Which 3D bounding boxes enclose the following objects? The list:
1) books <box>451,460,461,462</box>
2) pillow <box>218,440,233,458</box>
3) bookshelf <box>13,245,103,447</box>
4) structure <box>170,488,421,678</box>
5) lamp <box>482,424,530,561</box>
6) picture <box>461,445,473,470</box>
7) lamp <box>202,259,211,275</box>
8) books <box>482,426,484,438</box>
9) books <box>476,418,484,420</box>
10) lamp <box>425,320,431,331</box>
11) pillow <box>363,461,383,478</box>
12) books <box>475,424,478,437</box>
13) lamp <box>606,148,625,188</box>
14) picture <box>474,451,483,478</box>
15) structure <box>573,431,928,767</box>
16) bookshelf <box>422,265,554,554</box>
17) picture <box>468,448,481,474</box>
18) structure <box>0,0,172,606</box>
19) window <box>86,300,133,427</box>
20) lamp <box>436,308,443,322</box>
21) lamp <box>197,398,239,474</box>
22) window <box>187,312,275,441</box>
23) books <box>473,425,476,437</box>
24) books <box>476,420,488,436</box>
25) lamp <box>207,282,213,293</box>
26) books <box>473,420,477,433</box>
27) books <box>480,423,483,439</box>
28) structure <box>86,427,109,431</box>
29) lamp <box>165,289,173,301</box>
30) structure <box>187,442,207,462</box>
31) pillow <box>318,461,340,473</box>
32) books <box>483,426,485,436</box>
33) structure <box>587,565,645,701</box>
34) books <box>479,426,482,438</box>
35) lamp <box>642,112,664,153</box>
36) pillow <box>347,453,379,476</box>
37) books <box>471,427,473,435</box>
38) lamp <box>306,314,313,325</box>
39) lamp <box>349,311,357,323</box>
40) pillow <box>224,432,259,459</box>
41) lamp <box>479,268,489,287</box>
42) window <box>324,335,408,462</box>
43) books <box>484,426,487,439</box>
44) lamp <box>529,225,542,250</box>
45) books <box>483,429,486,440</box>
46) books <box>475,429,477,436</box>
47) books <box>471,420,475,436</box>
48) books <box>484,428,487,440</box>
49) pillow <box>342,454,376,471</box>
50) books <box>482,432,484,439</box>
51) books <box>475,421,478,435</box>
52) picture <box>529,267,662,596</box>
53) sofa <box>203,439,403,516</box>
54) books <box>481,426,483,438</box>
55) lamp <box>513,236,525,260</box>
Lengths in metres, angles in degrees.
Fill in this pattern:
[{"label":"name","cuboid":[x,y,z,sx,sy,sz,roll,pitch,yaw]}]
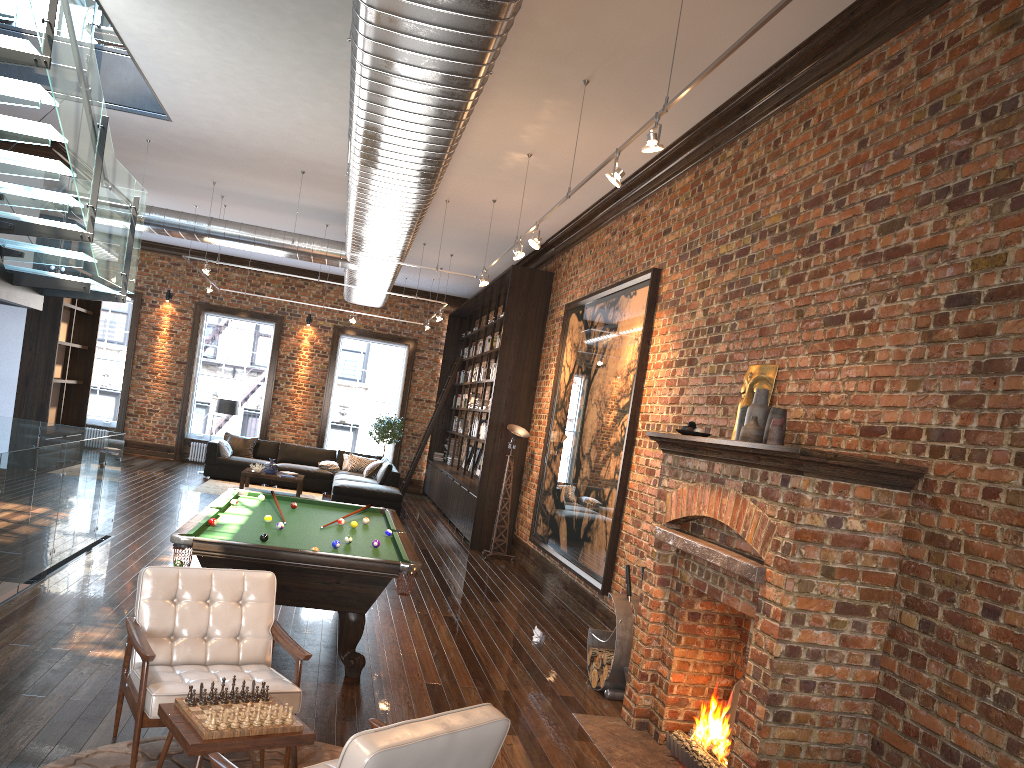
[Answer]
[{"label":"books","cuboid":[-1.199,1.600,18.559,0.227,0.007,0.367,9,-3,-12]},{"label":"pillow","cuboid":[-5.354,1.216,16.597,0.244,0.306,0.572,9,-2,-10]},{"label":"bookshelf","cuboid":[-6.109,-0.331,11.997,0.401,3.524,1.775,8,1,-11]},{"label":"structure","cuboid":[-1.653,1.467,6.929,1.556,0.852,2.949,9,-2,-11]},{"label":"lamp","cuboid":[-0.041,1.453,11.853,0.425,1.831,0.504,9,2,-6]},{"label":"picture","cuboid":[-0.888,1.449,17.530,0.112,0.499,0.506,8,0,-11]},{"label":"lamp","cuboid":[-4.573,-1.750,13.273,0.113,0.230,0.113,9,1,10]},{"label":"books","cuboid":[-0.425,0.847,15.288,0.168,0.235,0.032,9,2,-11]},{"label":"books","cuboid":[-0.617,0.812,16.392,0.144,0.338,0.013,8,2,-11]},{"label":"lamp","cuboid":[-1.587,-1.122,16.868,0.113,0.230,0.114,9,1,28]},{"label":"pillow","cuboid":[-2.649,1.622,16.842,0.314,0.356,0.627,9,-1,-11]},{"label":"books","cuboid":[-0.544,0.843,15.874,0.187,0.252,0.050,9,2,-11]},{"label":"lamp","cuboid":[0.631,-1.319,5.406,0.114,0.230,0.112,8,2,-37]},{"label":"picture","cuboid":[-0.544,1.418,15.742,0.112,0.499,0.506,8,0,-11]},{"label":"structure","cuboid":[1.135,1.272,4.962,0.889,1.910,1.993,8,0,-11]},{"label":"bookshelf","cuboid":[-0.703,0.442,16.010,0.601,4.005,7.388,8,-1,-11]},{"label":"picture","cuboid":[-0.703,1.432,16.569,0.112,0.499,0.506,8,0,-11]},{"label":"structure","cuboid":[-4.874,-0.449,5.592,3.584,14.526,7.015,8,1,-11]},{"label":"window","cuboid":[-8.794,-0.520,18.514,1.524,2.759,0.154,9,2,-11]},{"label":"lamp","cuboid":[-1.209,-1.156,14.902,0.114,0.230,0.113,8,2,-35]},{"label":"lamp","cuboid":[-5.596,1.011,16.831,0.684,1.470,0.420,9,2,18]},{"label":"window","cuboid":[-6.020,-0.067,19.077,1.524,2.759,0.154,9,2,-11]},{"label":"books","cuboid":[-0.614,0.873,16.267,0.175,0.207,0.031,9,2,-11]},{"label":"books","cuboid":[-0.529,0.810,15.842,0.187,0.318,0.015,9,2,-11]},{"label":"lamp","cuboid":[-5.468,-1.756,16.082,0.113,0.230,0.114,9,1,30]},{"label":"books","cuboid":[-0.613,0.825,16.367,0.170,0.312,0.038,9,2,-11]},{"label":"books","cuboid":[-0.464,0.834,15.535,0.159,0.270,0.032,9,2,-11]},{"label":"structure","cuboid":[-8.983,1.059,18.301,1.304,0.396,0.215,9,1,-11]},{"label":"lamp","cuboid":[-7.103,-1.827,18.344,0.126,0.237,0.154,9,1,-11]},{"label":"structure","cuboid":[-6.211,1.511,18.863,1.304,0.396,0.215,9,1,-11]},{"label":"pillow","cuboid":[-3.540,1.587,17.113,0.410,0.204,0.609,9,-2,-13]},{"label":"books","cuboid":[-0.396,0.840,15.171,0.179,0.246,0.031,9,2,-11]},{"label":"structure","cuboid":[0.924,1.798,6.406,0.539,0.921,0.924,9,0,-10]},{"label":"books","cuboid":[-0.500,0.858,15.682,0.191,0.218,0.033,9,2,-11]},{"label":"lamp","cuboid":[0.763,-1.339,4.730,0.117,0.213,0.117,9,1,31]},{"label":"pillow","cuboid":[-2.896,1.569,17.265,0.612,0.362,0.287,9,0,-7]},{"label":"books","cuboid":[-0.650,0.852,16.481,0.183,0.257,0.029,9,2,-11]},{"label":"lamp","cuboid":[-4.324,-1.373,18.907,0.126,0.237,0.154,9,1,-11]},{"label":"lamp","cuboid":[-3.155,-1.328,17.632,0.114,0.230,0.113,8,2,-42]},{"label":"pillow","cuboid":[-5.248,1.175,17.008,0.702,0.441,0.303,9,1,-11]},{"label":"lamp","cuboid":[-0.315,-1.234,10.311,0.113,0.230,0.114,9,1,3]},{"label":"window","cuboid":[-3.244,0.387,19.639,1.524,2.759,0.154,9,2,-11]},{"label":"books","cuboid":[-0.376,0.841,15.039,0.166,0.238,0.034,9,2,-11]},{"label":"lamp","cuboid":[0.204,-1.280,7.636,0.113,0.230,0.114,9,1,18]},{"label":"books","cuboid":[-0.393,0.867,15.072,0.175,0.184,0.034,9,2,-11]},{"label":"books","cuboid":[-0.558,0.867,15.951,0.180,0.206,0.012,9,2,-11]},{"label":"books","cuboid":[-0.642,0.830,16.458,0.185,0.301,0.016,9,2,-11]},{"label":"books","cuboid":[-0.372,0.860,14.994,0.165,0.197,0.027,9,2,-11]},{"label":"pillow","cuboid":[-3.005,1.587,17.427,0.705,0.339,0.269,9,0,-11]},{"label":"books","cuboid":[-0.410,0.861,15.261,0.170,0.209,0.028,9,2,-11]},{"label":"books","cuboid":[-0.561,0.829,16.035,0.185,0.289,0.016,9,2,-11]},{"label":"picture","cuboid":[0.780,0.471,9.599,0.080,3.007,3.191,8,0,-11]},{"label":"sofa","cuboid":[-3.803,1.580,16.004,3.508,0.805,3.440,9,-2,-11]},{"label":"books","cuboid":[-0.455,0.858,15.477,0.153,0.221,0.034,9,2,-11]},{"label":"lamp","cuboid":[0.077,-1.269,8.288,0.114,0.230,0.113,8,1,-32]}]
